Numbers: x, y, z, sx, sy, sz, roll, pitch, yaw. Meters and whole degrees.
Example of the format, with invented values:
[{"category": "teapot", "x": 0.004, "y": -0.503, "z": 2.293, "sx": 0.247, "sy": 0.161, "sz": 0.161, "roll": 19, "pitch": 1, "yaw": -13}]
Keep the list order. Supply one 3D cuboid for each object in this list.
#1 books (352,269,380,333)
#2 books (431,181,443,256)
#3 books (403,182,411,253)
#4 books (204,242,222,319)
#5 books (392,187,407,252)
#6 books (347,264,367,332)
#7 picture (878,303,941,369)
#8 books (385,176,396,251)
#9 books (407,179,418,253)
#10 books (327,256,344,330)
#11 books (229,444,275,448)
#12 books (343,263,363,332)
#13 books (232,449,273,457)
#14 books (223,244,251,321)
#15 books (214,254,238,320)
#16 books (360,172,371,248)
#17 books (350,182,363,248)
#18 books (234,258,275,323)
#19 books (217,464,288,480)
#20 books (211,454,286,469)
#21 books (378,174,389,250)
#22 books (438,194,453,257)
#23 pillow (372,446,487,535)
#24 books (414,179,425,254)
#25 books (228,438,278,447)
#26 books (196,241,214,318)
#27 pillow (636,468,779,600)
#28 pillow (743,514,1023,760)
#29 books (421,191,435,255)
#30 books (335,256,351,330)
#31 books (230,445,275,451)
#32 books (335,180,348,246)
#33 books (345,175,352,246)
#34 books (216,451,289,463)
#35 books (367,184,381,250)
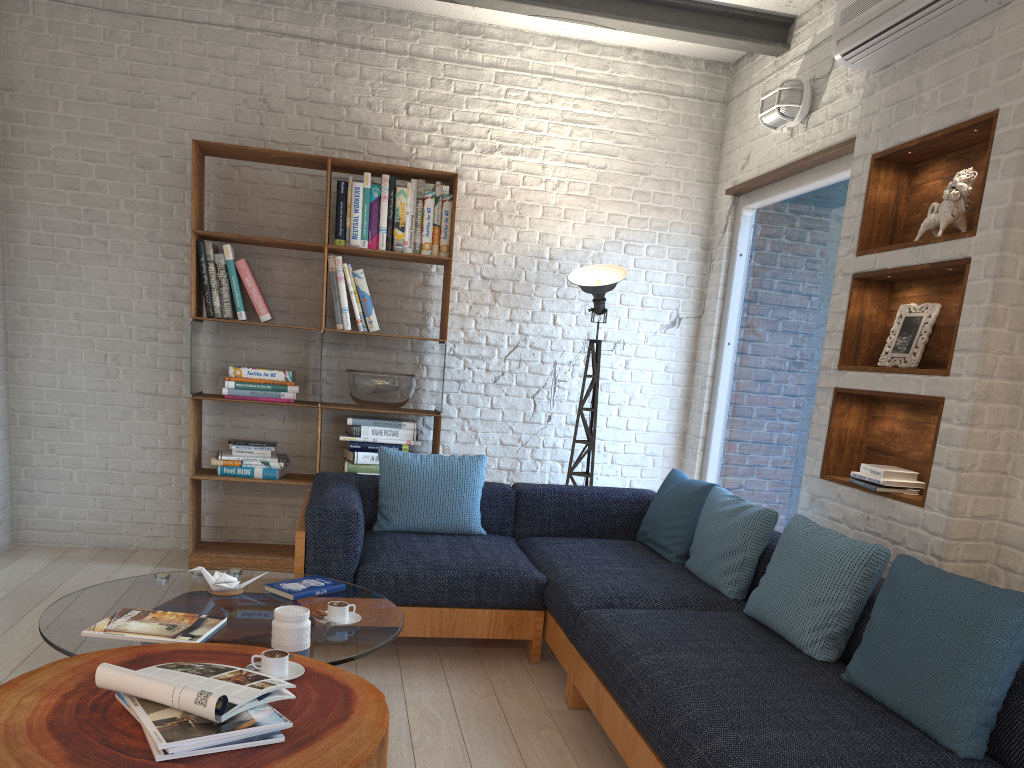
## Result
[{"category": "books", "x": -0.801, "y": -0.450, "z": 4.775, "sx": 0.158, "sy": 0.338, "sz": 0.247, "roll": 3, "pitch": 8, "yaw": -11}, {"category": "books", "x": -0.419, "y": -0.880, "z": 4.753, "sx": 0.036, "sy": 0.394, "sz": 0.236, "roll": 3, "pitch": 9, "yaw": -11}, {"category": "books", "x": -0.577, "y": -0.880, "z": 4.725, "sx": 0.021, "sy": 0.368, "sz": 0.264, "roll": 3, "pitch": 9, "yaw": -11}, {"category": "books", "x": -1.571, "y": -0.542, "z": 4.631, "sx": 0.091, "sy": 0.395, "sz": 0.236, "roll": 3, "pitch": 9, "yaw": -11}, {"category": "books", "x": -0.613, "y": -0.868, "z": 4.706, "sx": 0.056, "sy": 0.338, "sz": 0.247, "roll": 3, "pitch": 8, "yaw": -11}, {"category": "books", "x": -0.850, "y": -0.463, "z": 4.778, "sx": 0.125, "sy": 0.358, "sz": 0.264, "roll": 3, "pitch": 8, "yaw": -11}, {"category": "picture", "x": 1.476, "y": -0.176, "z": 3.223, "sx": 0.102, "sy": 0.251, "sz": 0.188, "roll": 1, "pitch": 9, "yaw": -20}, {"category": "books", "x": -0.659, "y": -0.900, "z": 4.706, "sx": 0.036, "sy": 0.394, "sz": 0.236, "roll": 3, "pitch": 9, "yaw": -11}, {"category": "books", "x": -0.550, "y": -0.891, "z": 4.741, "sx": 0.036, "sy": 0.394, "sz": 0.236, "roll": 3, "pitch": 9, "yaw": -11}, {"category": "books", "x": -0.960, "y": -0.490, "z": 4.757, "sx": 0.101, "sy": 0.394, "sz": 0.236, "roll": 3, "pitch": 9, "yaw": -11}, {"category": "books", "x": -1.440, "y": 0.336, "z": 4.856, "sx": 0.243, "sy": 0.008, "sz": 0.152, "roll": 5, "pitch": 2, "yaw": -11}, {"category": "books", "x": -0.870, "y": -0.465, "z": 4.765, "sx": 0.125, "sy": 0.358, "sz": 0.264, "roll": 3, "pitch": 8, "yaw": -11}, {"category": "books", "x": -1.445, "y": 0.376, "z": 4.864, "sx": 0.206, "sy": 0.034, "sz": 0.129, "roll": 5, "pitch": 2, "yaw": -11}, {"category": "books", "x": -1.464, "y": -0.531, "z": 4.640, "sx": 0.121, "sy": 0.391, "sz": 0.236, "roll": 3, "pitch": 9, "yaw": -11}, {"category": "books", "x": -1.526, "y": -0.513, "z": 4.664, "sx": 0.103, "sy": 0.343, "sz": 0.247, "roll": 3, "pitch": 9, "yaw": -11}, {"category": "books", "x": -0.787, "y": -0.910, "z": 4.676, "sx": 0.036, "sy": 0.394, "sz": 0.236, "roll": 3, "pitch": 9, "yaw": -11}, {"category": "books", "x": -0.834, "y": -0.886, "z": 4.669, "sx": 0.056, "sy": 0.338, "sz": 0.247, "roll": 3, "pitch": 8, "yaw": -11}, {"category": "books", "x": -1.380, "y": -0.494, "z": 4.687, "sx": 0.195, "sy": 0.327, "sz": 0.247, "roll": 3, "pitch": 8, "yaw": -11}, {"category": "books", "x": -1.443, "y": 0.478, "z": 4.865, "sx": 0.326, "sy": 0.057, "sz": 0.249, "roll": 5, "pitch": 2, "yaw": -1}, {"category": "books", "x": -1.461, "y": 0.429, "z": 4.860, "sx": 0.380, "sy": 0.037, "sz": 0.238, "roll": 5, "pitch": 2, "yaw": -11}, {"category": "books", "x": -0.694, "y": -0.902, "z": 4.689, "sx": 0.036, "sy": 0.394, "sz": 0.236, "roll": 3, "pitch": 9, "yaw": -11}, {"category": "books", "x": -0.376, "y": -0.849, "z": 4.784, "sx": 0.056, "sy": 0.338, "sz": 0.247, "roll": 3, "pitch": 8, "yaw": -11}, {"category": "pillow", "x": -0.387, "y": 0.522, "z": 4.204, "sx": 0.556, "sy": 0.420, "sz": 0.216, "roll": 4, "pitch": 10, "yaw": -12}, {"category": "books", "x": -0.511, "y": -0.888, "z": 4.735, "sx": 0.036, "sy": 0.394, "sz": 0.236, "roll": 3, "pitch": 9, "yaw": -11}, {"category": "books", "x": -1.435, "y": 0.324, "z": 4.841, "sx": 0.252, "sy": 0.017, "sz": 0.158, "roll": 5, "pitch": 2, "yaw": -11}, {"category": "books", "x": -1.606, "y": -0.545, "z": 4.616, "sx": 0.091, "sy": 0.395, "sz": 0.236, "roll": 3, "pitch": 9, "yaw": -11}, {"category": "pillow", "x": 0.846, "y": 0.647, "z": 3.942, "sx": 0.244, "sy": 0.407, "sz": 1.079, "roll": 3, "pitch": 3, "yaw": -12}, {"category": "pillow", "x": 1.075, "y": 0.682, "z": 2.639, "sx": 0.255, "sy": 0.426, "sz": 1.182, "roll": 3, "pitch": 3, "yaw": -11}, {"category": "books", "x": -0.467, "y": -0.856, "z": 4.744, "sx": 0.056, "sy": 0.338, "sz": 0.247, "roll": 3, "pitch": 8, "yaw": -11}, {"category": "books", "x": -0.919, "y": -0.485, "z": 4.742, "sx": 0.104, "sy": 0.394, "sz": 0.236, "roll": 3, "pitch": 9, "yaw": -11}, {"category": "books", "x": -1.449, "y": 0.349, "z": 4.864, "sx": 0.237, "sy": 0.019, "sz": 0.167, "roll": 4, "pitch": 2, "yaw": -18}, {"category": "books", "x": -0.914, "y": -0.893, "z": 4.672, "sx": 0.056, "sy": 0.338, "sz": 0.247, "roll": 3, "pitch": 8, "yaw": -11}, {"category": "books", "x": -0.875, "y": -0.904, "z": 4.675, "sx": 0.021, "sy": 0.368, "sz": 0.264, "roll": 3, "pitch": 9, "yaw": -11}, {"category": "books", "x": -1.441, "y": 0.404, "z": 4.847, "sx": 0.380, "sy": 0.019, "sz": 0.238, "roll": 4, "pitch": 2, "yaw": -18}, {"category": "books", "x": -0.746, "y": -0.879, "z": 4.705, "sx": 0.056, "sy": 0.338, "sz": 0.247, "roll": 3, "pitch": 8, "yaw": -11}]
